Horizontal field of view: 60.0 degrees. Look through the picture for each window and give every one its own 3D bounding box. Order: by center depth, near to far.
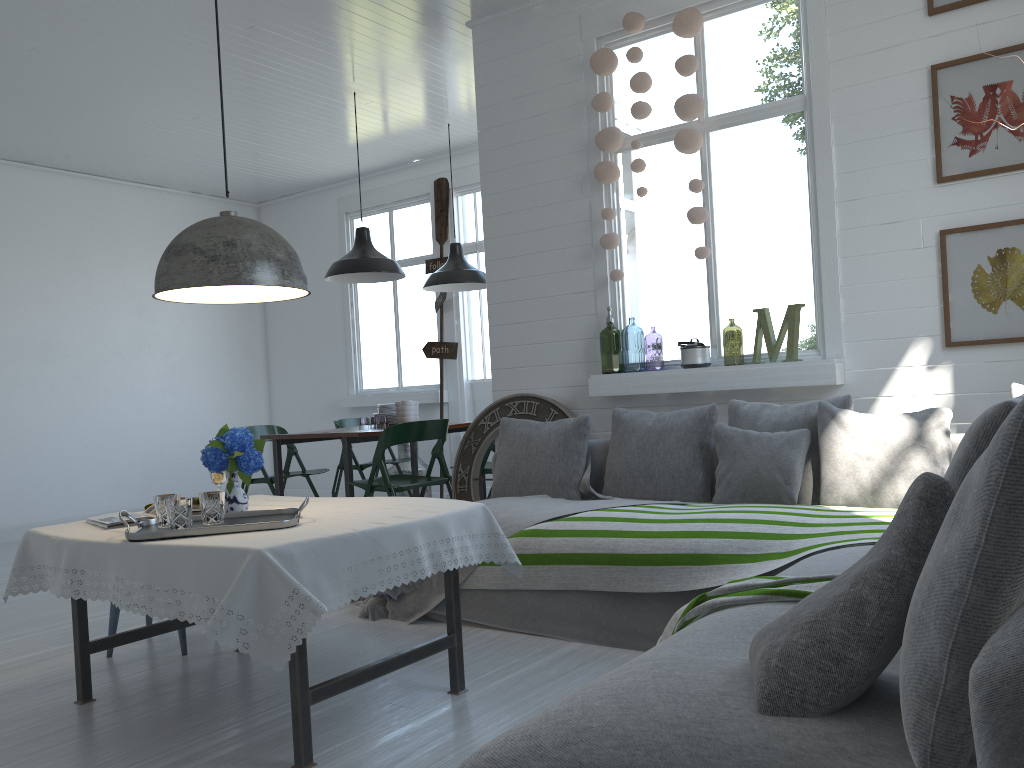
[{"bbox_3d":[1.079,-1.157,5.094,1.483,2.398,0.254,-3,0,36],"label":"window"},{"bbox_3d":[-1.351,-0.967,9.735,1.483,2.398,0.254,-3,0,36],"label":"window"}]

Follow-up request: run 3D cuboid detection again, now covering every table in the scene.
[{"bbox_3d":[-0.980,0.874,3.500,1.671,0.725,1.326,-4,-1,37],"label":"table"},{"bbox_3d":[-1.032,0.813,7.245,1.171,0.930,1.694,-3,0,33],"label":"table"}]

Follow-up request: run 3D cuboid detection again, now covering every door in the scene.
[{"bbox_3d":[-0.069,-0.500,8.833,1.610,3.481,0.254,-3,0,36],"label":"door"}]

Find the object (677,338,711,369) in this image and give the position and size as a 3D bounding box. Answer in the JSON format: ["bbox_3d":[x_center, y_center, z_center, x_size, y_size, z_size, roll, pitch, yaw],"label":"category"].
[{"bbox_3d":[1.057,-0.177,5.139,0.186,0.174,0.208,-3,0,16],"label":"object"}]

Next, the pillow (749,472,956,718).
[{"bbox_3d":[0.655,0.386,1.695,0.416,0.463,0.380,-3,0,21],"label":"pillow"}]

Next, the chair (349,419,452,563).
[{"bbox_3d":[-0.749,0.762,6.228,0.730,1.006,0.651,-3,0,36],"label":"chair"}]

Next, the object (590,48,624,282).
[{"bbox_3d":[0.593,-1.320,5.385,0.193,1.404,0.197,-3,0,-4],"label":"object"}]

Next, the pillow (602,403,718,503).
[{"bbox_3d":[0.795,0.381,4.822,0.641,0.520,0.280,-3,0,36],"label":"pillow"}]

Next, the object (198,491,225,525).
[{"bbox_3d":[-1.102,0.457,3.266,0.095,0.119,0.095,-3,0,20],"label":"object"}]

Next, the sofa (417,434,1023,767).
[{"bbox_3d":[0.369,0.759,3.303,3.396,0.899,3.406,-4,-1,35],"label":"sofa"}]

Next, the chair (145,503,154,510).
[{"bbox_3d":[-2.087,1.045,5.796,0.419,0.563,0.419,-3,0,36],"label":"chair"}]

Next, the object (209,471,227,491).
[{"bbox_3d":[-1.261,0.430,3.821,0.098,0.192,0.098,-3,0,-34],"label":"object"}]

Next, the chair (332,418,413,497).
[{"bbox_3d":[-1.302,0.817,8.311,0.730,1.006,0.651,-3,0,26],"label":"chair"}]

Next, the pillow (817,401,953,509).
[{"bbox_3d":[1.734,0.326,4.063,0.616,0.526,0.344,-3,0,35],"label":"pillow"}]

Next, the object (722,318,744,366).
[{"bbox_3d":[1.245,-0.234,4.992,0.111,0.270,0.111,-3,0,-36],"label":"object"}]

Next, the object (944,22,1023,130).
[{"bbox_3d":[1.791,-0.625,2.852,0.847,0.936,0.635,-3,0,-7],"label":"object"}]

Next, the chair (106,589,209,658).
[{"bbox_3d":[-1.717,1.008,4.362,0.419,0.563,0.419,-3,0,6],"label":"chair"}]

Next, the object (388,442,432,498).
[{"bbox_3d":[-1.047,0.942,9.072,0.451,0.725,0.450,-3,0,16],"label":"object"}]

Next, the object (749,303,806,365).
[{"bbox_3d":[1.445,-0.266,4.842,0.052,0.311,0.330,-4,0,-44],"label":"object"}]

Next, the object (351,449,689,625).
[{"bbox_3d":[-0.043,0.807,4.875,1.684,0.924,1.212,-3,0,-14],"label":"object"}]

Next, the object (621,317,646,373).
[{"bbox_3d":[0.732,-0.233,5.356,0.137,0.335,0.137,-3,0,43],"label":"object"}]

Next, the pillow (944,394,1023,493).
[{"bbox_3d":[1.115,0.314,2.126,0.296,0.573,0.509,-3,0,36],"label":"pillow"}]

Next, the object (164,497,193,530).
[{"bbox_3d":[-1.161,0.458,3.096,0.095,0.119,0.096,-3,0,-30],"label":"object"}]

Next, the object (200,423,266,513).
[{"bbox_3d":[-1.085,0.341,3.481,0.236,0.377,0.265,-3,0,38],"label":"object"}]

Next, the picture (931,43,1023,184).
[{"bbox_3d":[2.315,-1.298,4.227,0.556,0.580,0.036,-3,0,36],"label":"picture"}]

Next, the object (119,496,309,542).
[{"bbox_3d":[-1.068,0.478,3.212,0.651,0.092,0.398,-3,-1,-12],"label":"object"}]

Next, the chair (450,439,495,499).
[{"bbox_3d":[-0.105,0.736,7.128,0.730,1.006,0.651,-3,0,16],"label":"chair"}]

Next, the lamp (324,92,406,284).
[{"bbox_3d":[-1.222,-1.599,7.127,0.650,1.499,0.650,-3,0,32],"label":"lamp"}]

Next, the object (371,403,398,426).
[{"bbox_3d":[-1.019,0.262,7.394,0.300,0.195,0.306,-3,0,-18],"label":"object"}]

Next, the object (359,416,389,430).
[{"bbox_3d":[-1.104,0.311,7.133,0.172,0.098,0.241,-4,-1,40],"label":"object"}]

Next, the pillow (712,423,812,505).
[{"bbox_3d":[1.219,0.410,4.336,0.277,0.445,0.528,-3,0,-40],"label":"pillow"}]

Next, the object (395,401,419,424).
[{"bbox_3d":[-0.838,0.238,7.090,0.149,0.216,0.309,-3,0,-22],"label":"object"}]

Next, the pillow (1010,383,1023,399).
[{"bbox_3d":[2.162,0.274,3.589,0.395,0.561,0.639,-3,0,-15],"label":"pillow"}]

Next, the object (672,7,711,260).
[{"bbox_3d":[1.030,-1.420,5.071,0.196,1.426,0.200,-4,1,-44],"label":"object"}]

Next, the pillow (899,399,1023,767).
[{"bbox_3d":[0.809,0.290,1.472,0.279,0.561,0.638,-3,0,36],"label":"pillow"}]

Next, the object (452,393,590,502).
[{"bbox_3d":[0.031,0.631,5.736,1.112,1.138,0.584,-3,0,21],"label":"object"}]

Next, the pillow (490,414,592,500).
[{"bbox_3d":[0.155,0.449,5.171,0.639,0.521,0.278,-3,0,35],"label":"pillow"}]

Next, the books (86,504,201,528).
[{"bbox_3d":[-1.463,0.519,3.598,0.422,0.049,0.300,-3,-1,-40],"label":"books"}]

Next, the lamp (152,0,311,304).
[{"bbox_3d":[-1.161,-1.371,3.505,0.601,2.044,0.600,-3,0,6],"label":"lamp"}]

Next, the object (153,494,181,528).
[{"bbox_3d":[-1.265,0.466,3.257,0.095,0.119,0.096,-3,0,-30],"label":"object"}]

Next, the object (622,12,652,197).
[{"bbox_3d":[0.757,-1.652,5.252,0.152,1.089,0.150,-3,0,-19],"label":"object"}]

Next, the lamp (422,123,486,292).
[{"bbox_3d":[-0.535,-1.627,8.085,0.650,1.499,0.650,-3,0,-9],"label":"lamp"}]

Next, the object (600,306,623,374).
[{"bbox_3d":[0.606,-0.268,5.422,0.136,0.415,0.136,-3,0,33],"label":"object"}]

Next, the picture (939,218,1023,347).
[{"bbox_3d":[2.361,-0.485,4.233,0.556,0.580,0.036,-3,0,36],"label":"picture"}]

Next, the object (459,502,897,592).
[{"bbox_3d":[0.786,0.818,4.155,3.165,0.473,1.043,-4,-1,36],"label":"object"}]

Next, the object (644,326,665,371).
[{"bbox_3d":[0.844,-0.208,5.268,0.111,0.270,0.111,-3,0,-36],"label":"object"}]

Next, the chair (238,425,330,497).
[{"bbox_3d":[-1.927,0.843,7.437,0.730,1.006,0.651,-3,0,16],"label":"chair"}]

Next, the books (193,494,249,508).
[{"bbox_3d":[-1.345,0.522,3.885,0.300,0.043,0.229,-3,-1,10],"label":"books"}]

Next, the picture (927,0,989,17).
[{"bbox_3d":[2.269,-2.126,4.222,0.556,0.580,0.036,-3,0,36],"label":"picture"}]

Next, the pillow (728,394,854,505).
[{"bbox_3d":[1.355,0.347,4.406,0.639,0.561,0.278,-3,0,36],"label":"pillow"}]

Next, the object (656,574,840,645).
[{"bbox_3d":[0.765,0.705,2.691,0.622,0.833,1.581,-3,0,-30],"label":"object"}]

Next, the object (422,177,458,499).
[{"bbox_3d":[-0.710,-0.443,9.140,0.361,3.421,0.413,-3,0,-22],"label":"object"}]
